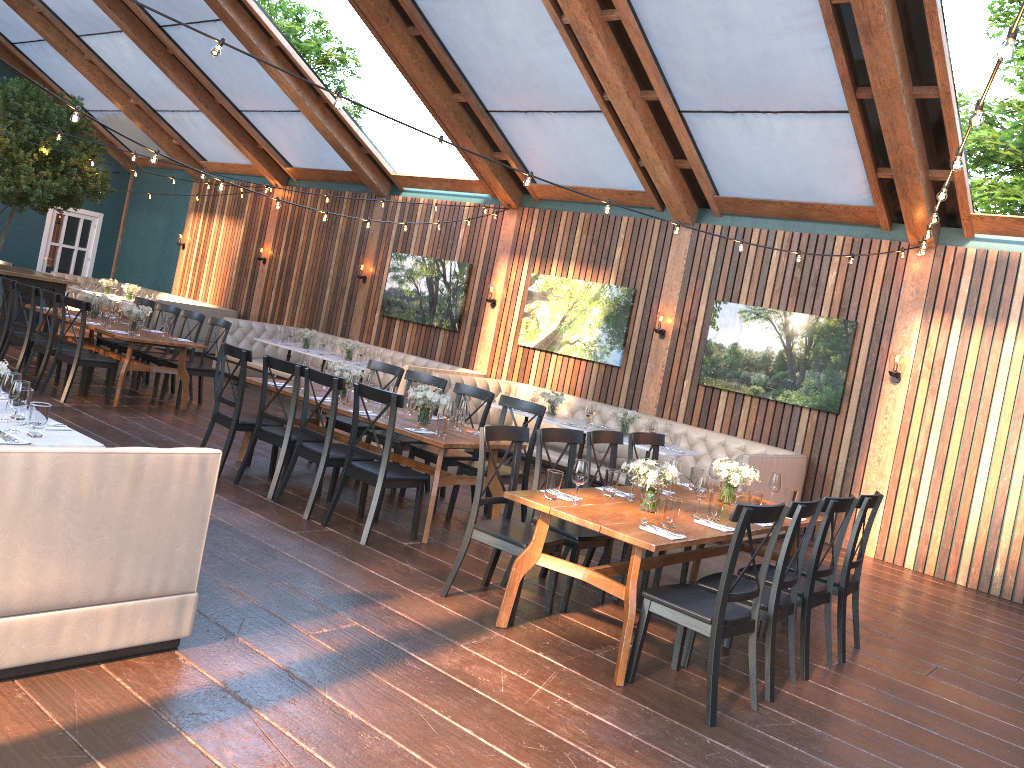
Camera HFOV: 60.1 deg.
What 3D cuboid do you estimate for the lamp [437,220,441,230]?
[{"bbox_3d":[-0.889,-1.930,10.775,0.071,0.116,0.057,10,1,-29],"label":"lamp"}]

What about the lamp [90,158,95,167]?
[{"bbox_3d":[-5.827,-3.082,12.304,0.057,0.119,0.059,12,1,24],"label":"lamp"}]

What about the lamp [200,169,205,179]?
[{"bbox_3d":[-3.572,-2.429,10.238,0.056,0.121,0.057,11,1,-36],"label":"lamp"}]

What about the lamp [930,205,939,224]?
[{"bbox_3d":[2.751,-1.098,5.748,0.056,0.120,0.056,11,1,-5],"label":"lamp"}]

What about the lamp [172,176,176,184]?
[{"bbox_3d":[-5.230,-3.152,13.700,0.068,0.117,0.056,12,1,36],"label":"lamp"}]

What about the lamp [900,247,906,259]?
[{"bbox_3d":[3.916,-1.308,8.860,0.065,0.118,0.056,11,1,-1],"label":"lamp"}]

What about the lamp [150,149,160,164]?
[{"bbox_3d":[-2.652,-1.691,6.565,0.056,0.120,0.056,11,1,-1],"label":"lamp"}]

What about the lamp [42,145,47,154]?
[{"bbox_3d":[-6.125,-3.079,11.606,0.056,0.121,0.056,11,1,-26],"label":"lamp"}]

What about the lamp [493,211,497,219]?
[{"bbox_3d":[-0.226,-2.311,12.113,0.057,0.119,0.062,12,1,22],"label":"lamp"}]

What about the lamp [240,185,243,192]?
[{"bbox_3d":[-4.607,-3.335,15.086,0.064,0.118,0.057,10,1,-43],"label":"lamp"}]

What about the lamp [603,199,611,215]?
[{"bbox_3d":[0.737,-1.362,6.800,0.056,0.121,0.056,11,1,7],"label":"lamp"}]

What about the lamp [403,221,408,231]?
[{"bbox_3d":[-1.210,-1.799,10.089,0.056,0.120,0.056,11,1,-24],"label":"lamp"}]

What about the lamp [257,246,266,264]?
[{"bbox_3d":[-4.494,-2.323,15.880,0.147,0.320,0.177,12,1,39],"label":"lamp"}]

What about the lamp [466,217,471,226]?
[{"bbox_3d":[-0.557,-2.100,11.450,0.060,0.119,0.057,11,1,-29],"label":"lamp"}]

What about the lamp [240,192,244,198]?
[{"bbox_3d":[-4.778,-3.342,15.652,0.057,0.115,0.073,12,2,45],"label":"lamp"}]

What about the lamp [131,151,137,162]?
[{"bbox_3d":[-4.190,-2.525,9.808,0.056,0.121,0.056,11,1,14],"label":"lamp"}]

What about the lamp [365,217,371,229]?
[{"bbox_3d":[-1.523,-1.707,9.394,0.056,0.121,0.056,12,1,26],"label":"lamp"}]

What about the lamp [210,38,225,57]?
[{"bbox_3d":[-1.694,-1.940,5.099,0.075,0.114,0.056,11,1,-6],"label":"lamp"}]

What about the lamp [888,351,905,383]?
[{"bbox_3d":[3.891,-0.178,8.960,0.147,0.320,0.177,12,1,39],"label":"lamp"}]

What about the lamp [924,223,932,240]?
[{"bbox_3d":[3.040,-1.110,6.451,0.056,0.120,0.056,11,1,-1],"label":"lamp"}]

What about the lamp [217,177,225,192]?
[{"bbox_3d":[-2.390,-1.643,7.280,0.057,0.121,0.056,12,1,37],"label":"lamp"}]

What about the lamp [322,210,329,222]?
[{"bbox_3d":[-1.836,-1.655,8.698,0.056,0.120,0.057,11,1,-32],"label":"lamp"}]

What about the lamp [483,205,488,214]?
[{"bbox_3d":[-0.365,-2.416,12.266,0.056,0.121,0.057,11,1,-30],"label":"lamp"}]

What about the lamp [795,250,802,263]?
[{"bbox_3d":[2.618,-1.163,8.062,0.056,0.121,0.057,11,1,-36],"label":"lamp"}]

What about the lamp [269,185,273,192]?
[{"bbox_3d":[-4.293,-3.480,15.779,0.056,0.120,0.057,11,1,-22],"label":"lamp"}]

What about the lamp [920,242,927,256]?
[{"bbox_3d":[3.646,-1.194,7.838,0.061,0.119,0.057,10,1,-35],"label":"lamp"}]

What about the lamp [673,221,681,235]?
[{"bbox_3d":[1.349,-1.273,7.230,0.059,0.119,0.056,11,1,18],"label":"lamp"}]

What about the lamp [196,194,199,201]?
[{"bbox_3d":[-5.427,-3.220,15.276,0.066,0.118,0.056,11,1,15],"label":"lamp"}]

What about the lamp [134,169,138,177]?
[{"bbox_3d":[-5.528,-3.105,13.006,0.059,0.119,0.057,11,1,-28],"label":"lamp"}]

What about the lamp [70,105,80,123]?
[{"bbox_3d":[-2.887,-1.787,5.855,0.057,0.120,0.056,12,1,36],"label":"lamp"}]

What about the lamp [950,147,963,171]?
[{"bbox_3d":[2.185,-1.102,4.334,0.056,0.121,0.056,11,1,-26],"label":"lamp"}]

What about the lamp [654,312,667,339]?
[{"bbox_3d":[1.794,-0.714,10.690,0.147,0.320,0.177,12,1,39],"label":"lamp"}]

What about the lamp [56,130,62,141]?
[{"bbox_3d":[-4.803,-2.637,9.387,0.056,0.121,0.056,11,1,-11],"label":"lamp"}]

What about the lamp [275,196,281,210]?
[{"bbox_3d":[-2.107,-1.631,7.989,0.057,0.120,0.056,12,1,44],"label":"lamp"}]

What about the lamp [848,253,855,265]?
[{"bbox_3d":[3.259,-1.198,8.476,0.056,0.118,0.067,11,1,-22],"label":"lamp"}]

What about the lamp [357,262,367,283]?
[{"bbox_3d":[-2.400,-1.787,14.152,0.147,0.320,0.177,12,1,39],"label":"lamp"}]

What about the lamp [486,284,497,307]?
[{"bbox_3d":[-0.290,-1.247,12.410,0.147,0.320,0.177,12,1,39],"label":"lamp"}]

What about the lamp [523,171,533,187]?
[{"bbox_3d":[0.114,-1.475,6.370,0.057,0.120,0.056,12,1,32],"label":"lamp"}]

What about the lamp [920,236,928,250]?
[{"bbox_3d":[3.334,-1.141,7.153,0.059,0.119,0.056,11,1,-8],"label":"lamp"}]

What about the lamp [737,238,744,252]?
[{"bbox_3d":[1.982,-1.197,7.643,0.056,0.121,0.056,11,1,-18],"label":"lamp"}]

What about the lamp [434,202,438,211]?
[{"bbox_3d":[-1.012,-2.377,11.879,0.056,0.120,0.056,11,1,-9],"label":"lamp"}]

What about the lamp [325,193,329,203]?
[{"bbox_3d":[-2.308,-2.325,11.079,0.056,0.121,0.057,11,1,-30],"label":"lamp"}]

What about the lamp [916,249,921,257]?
[{"bbox_3d":[3.940,-1.287,8.542,0.056,0.120,0.056,11,1,0],"label":"lamp"}]

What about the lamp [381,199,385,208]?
[{"bbox_3d":[-1.673,-2.345,11.491,0.057,0.118,0.063,12,1,32],"label":"lamp"}]

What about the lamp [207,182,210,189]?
[{"bbox_3d":[-4.936,-3.231,14.405,0.056,0.121,0.056,11,1,21],"label":"lamp"}]

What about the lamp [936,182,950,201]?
[{"bbox_3d":[2.455,-1.100,5.041,0.057,0.120,0.056,12,1,44],"label":"lamp"}]

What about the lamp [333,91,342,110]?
[{"bbox_3d":[-1.078,-1.766,5.507,0.056,0.120,0.056,11,1,14],"label":"lamp"}]

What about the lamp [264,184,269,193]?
[{"bbox_3d":[-2.961,-2.358,10.673,0.056,0.117,0.067,11,1,2],"label":"lamp"}]

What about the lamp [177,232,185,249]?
[{"bbox_3d":[-6.589,-2.859,17.609,0.147,0.320,0.177,12,1,39],"label":"lamp"}]

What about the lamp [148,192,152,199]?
[{"bbox_3d":[-6.087,-3.172,14.888,0.056,0.121,0.056,11,1,16],"label":"lamp"}]

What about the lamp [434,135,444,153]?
[{"bbox_3d":[-0.488,-1.612,5.943,0.056,0.121,0.057,11,1,-37],"label":"lamp"}]
